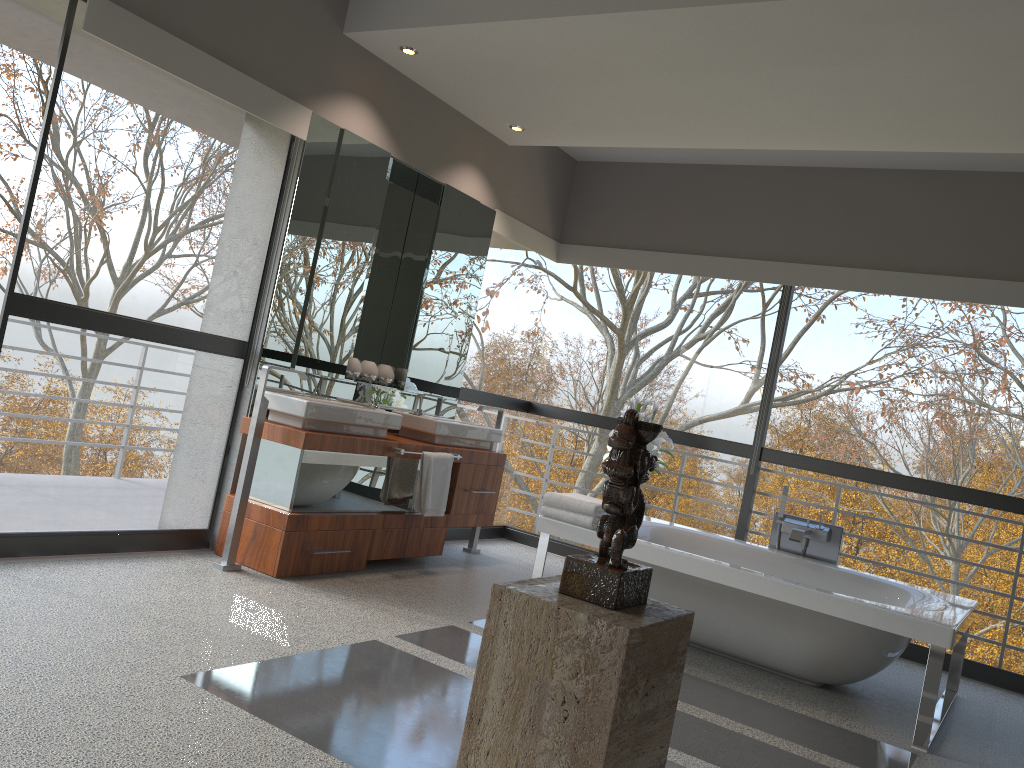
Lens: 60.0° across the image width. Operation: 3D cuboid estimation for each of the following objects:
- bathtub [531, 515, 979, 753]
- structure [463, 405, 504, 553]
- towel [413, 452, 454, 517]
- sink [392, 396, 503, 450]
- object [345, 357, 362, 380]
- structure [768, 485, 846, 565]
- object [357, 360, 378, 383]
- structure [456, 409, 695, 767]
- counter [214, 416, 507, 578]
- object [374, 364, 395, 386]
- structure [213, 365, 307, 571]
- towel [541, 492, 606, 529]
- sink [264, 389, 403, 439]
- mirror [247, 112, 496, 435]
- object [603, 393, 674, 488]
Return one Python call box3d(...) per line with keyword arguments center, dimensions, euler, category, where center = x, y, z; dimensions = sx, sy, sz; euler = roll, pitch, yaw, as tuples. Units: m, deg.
box3d(center=(1.243, 1.153, 4.603), dimensions=(1.960, 0.504, 1.326), euler=(11, -2, 32), category="bathtub")
box3d(center=(-0.227, 0.640, 5.941), dimensions=(0.069, 0.989, 0.303), euler=(10, -2, 32), category="structure")
box3d(center=(-0.441, 0.571, 5.040), dimensions=(0.079, 0.368, 0.302), euler=(10, -2, 33), category="towel")
box3d(center=(-0.398, 0.246, 5.620), dimensions=(0.352, 0.266, 0.749), euler=(10, -2, 32), category="sink")
box3d(center=(-0.958, -0.093, 5.250), dimensions=(0.136, 0.131, 0.136), euler=(12, -2, -16), category="object")
box3d(center=(1.628, 1.052, 5.098), dimensions=(0.402, 0.885, 0.330), euler=(10, -2, 32), category="structure")
box3d(center=(-0.879, -0.074, 5.380), dimensions=(0.136, 0.131, 0.136), euler=(12, -2, -16), category="object")
box3d(center=(0.136, 0.577, 1.735), dimensions=(0.292, 1.074, 0.328), euler=(10, -2, 32), category="structure")
box3d(center=(-0.734, 0.662, 5.115), dimensions=(0.525, 0.704, 1.846), euler=(10, -2, 32), category="counter")
box3d(center=(-0.797, -0.055, 5.513), dimensions=(0.136, 0.131, 0.136), euler=(12, -2, -16), category="object")
box3d(center=(-1.213, 0.406, 4.325), dimensions=(0.069, 0.989, 0.303), euler=(10, -2, 32), category="structure")
box3d(center=(0.364, 0.659, 4.584), dimensions=(0.322, 0.145, 0.305), euler=(10, -2, 35), category="towel")
box3d(center=(-0.946, 0.116, 4.722), dimensions=(0.352, 0.266, 0.749), euler=(10, -2, 32), category="sink")
box3d(center=(-0.818, -0.522, 5.378), dimensions=(0.253, 1.618, 1.788), euler=(10, -2, 32), category="mirror")
box3d(center=(0.817, 0.460, 5.916), dimensions=(0.459, 0.796, 0.450), euler=(12, -2, -30), category="object")
